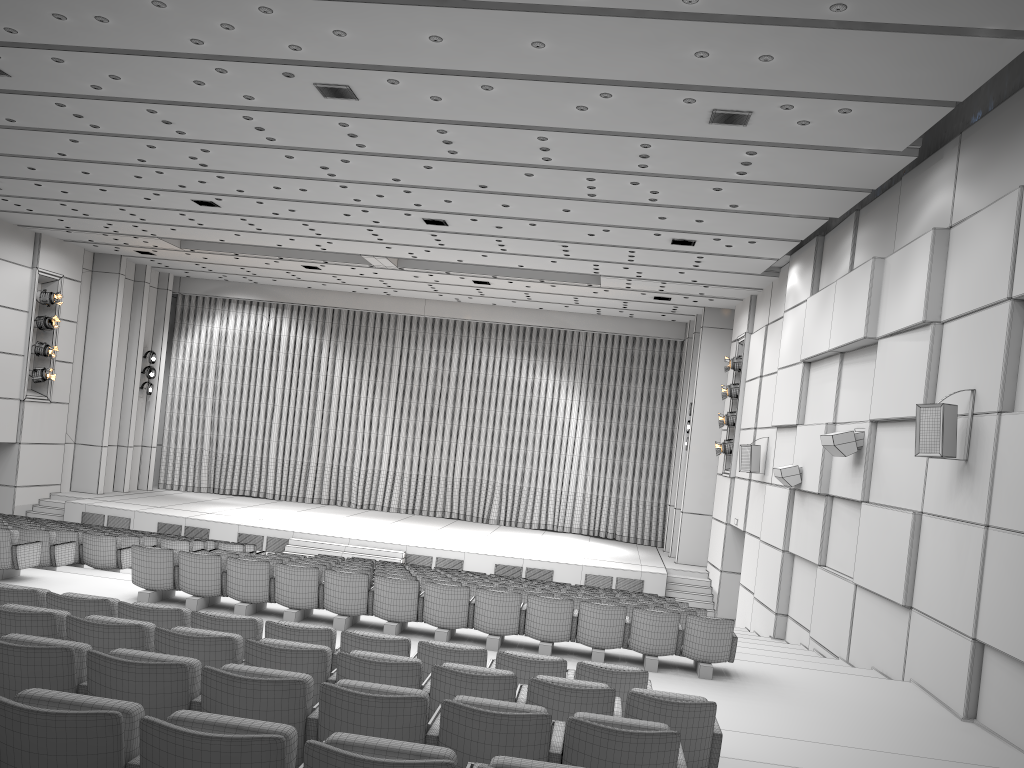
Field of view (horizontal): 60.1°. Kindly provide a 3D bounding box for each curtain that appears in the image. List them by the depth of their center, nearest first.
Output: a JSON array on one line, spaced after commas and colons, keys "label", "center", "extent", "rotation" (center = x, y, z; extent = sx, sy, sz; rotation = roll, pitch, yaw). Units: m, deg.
[{"label": "curtain", "center": [-2.753, 0.880, 27.486], "extent": [16.118, 6.520, 1.431], "rotation": [6, 0, 6]}]

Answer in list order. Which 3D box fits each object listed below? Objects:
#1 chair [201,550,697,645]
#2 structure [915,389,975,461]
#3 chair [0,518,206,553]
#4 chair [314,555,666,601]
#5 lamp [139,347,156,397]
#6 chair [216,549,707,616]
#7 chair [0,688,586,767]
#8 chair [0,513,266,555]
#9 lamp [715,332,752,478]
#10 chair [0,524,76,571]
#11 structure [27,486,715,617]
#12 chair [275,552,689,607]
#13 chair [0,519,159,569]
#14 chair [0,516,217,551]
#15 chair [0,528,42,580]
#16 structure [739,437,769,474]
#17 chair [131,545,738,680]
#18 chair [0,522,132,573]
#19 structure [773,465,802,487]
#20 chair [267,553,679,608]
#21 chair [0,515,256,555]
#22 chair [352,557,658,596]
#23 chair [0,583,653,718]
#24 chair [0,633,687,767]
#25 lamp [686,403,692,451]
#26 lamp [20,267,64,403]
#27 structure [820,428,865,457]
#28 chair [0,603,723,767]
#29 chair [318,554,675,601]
[{"label": "chair", "center": [-0.818, 2.642, 10.691], "extent": [6.045, 0.621, 0.613], "rotation": [6, -1, 6]}, {"label": "structure", "center": [4.417, 0.400, 9.048], "extent": [0.412, 0.744, 0.407], "rotation": [6, 0, -36]}, {"label": "chair", "center": [-8.416, 2.533, 14.824], "extent": [6.595, 0.621, 0.613], "rotation": [6, -1, 6]}, {"label": "chair", "center": [-0.412, 3.551, 15.073], "extent": [6.045, 0.621, 0.613], "rotation": [6, -1, 6]}, {"label": "lamp", "center": [-10.761, -0.336, 26.108], "extent": [0.436, 1.478, 0.386], "rotation": [6, 0, 11]}, {"label": "chair", "center": [-0.733, 2.867, 11.788], "extent": [6.595, 0.621, 0.613], "rotation": [6, -1, 6]}, {"label": "chair", "center": [-5.834, 0.925, 3.564], "extent": [13.739, 0.621, 0.613], "rotation": [6, -1, 6]}, {"label": "chair", "center": [-8.059, 3.221, 18.111], "extent": [6.045, 0.621, 0.613], "rotation": [6, -1, 6]}, {"label": "lamp", "center": [5.210, 0.512, 20.621], "extent": [0.755, 3.340, 1.022], "rotation": [6, 0, 2]}, {"label": "chair", "center": [-8.703, 1.853, 11.536], "extent": [6.045, 0.621, 0.613], "rotation": [6, -1, 6]}, {"label": "structure", "center": [-3.433, 4.327, 24.399], "extent": [17.805, 0.845, 8.334], "rotation": [6, -3, 6]}, {"label": "chair", "center": [-0.531, 3.322, 13.979], "extent": [6.595, 0.621, 0.613], "rotation": [6, -1, 6]}, {"label": "chair", "center": [-8.500, 2.308, 13.727], "extent": [6.045, 0.621, 0.613], "rotation": [6, -1, 6]}, {"label": "chair", "center": [-8.297, 2.762, 15.918], "extent": [6.045, 0.621, 0.613], "rotation": [6, -1, 6]}, {"label": "chair", "center": [-8.821, 1.624, 10.442], "extent": [6.595, 0.621, 0.613], "rotation": [6, -1, 6]}, {"label": "structure", "center": [4.765, 1.392, 17.441], "extent": [0.412, 0.744, 0.407], "rotation": [6, 0, -36]}, {"label": "chair", "center": [-0.936, 2.413, 9.597], "extent": [6.595, 0.621, 0.613], "rotation": [6, -1, 6]}, {"label": "chair", "center": [-8.619, 2.078, 12.633], "extent": [6.595, 0.621, 0.613], "rotation": [6, -1, 6]}, {"label": "structure", "center": [4.619, 1.491, 14.674], "extent": [0.470, 0.417, 0.521], "rotation": [6, -2, 3]}, {"label": "chair", "center": [-0.615, 3.097, 12.882], "extent": [6.045, 0.621, 0.613], "rotation": [6, -1, 6]}, {"label": "chair", "center": [-8.213, 2.988, 17.015], "extent": [6.595, 0.621, 0.613], "rotation": [6, -1, 6]}, {"label": "chair", "center": [-0.174, 4.010, 17.266], "extent": [6.045, 0.621, 0.613], "rotation": [6, -1, 6]}, {"label": "chair", "center": [-5.556, 1.605, 6.853], "extent": [13.190, 0.621, 0.613], "rotation": [6, -1, 6]}, {"label": "chair", "center": [-5.759, 1.150, 4.662], "extent": [13.190, 0.621, 0.613], "rotation": [6, -1, 6]}, {"label": "lamp", "center": [4.793, 1.148, 23.240], "extent": [0.436, 1.478, 0.385], "rotation": [6, 0, 2]}, {"label": "lamp", "center": [-11.924, -1.204, 22.436], "extent": [0.745, 3.340, 1.021], "rotation": [6, 0, 7]}, {"label": "structure", "center": [4.536, 0.791, 12.138], "extent": [0.470, 0.417, 0.520], "rotation": [6, -2, 2]}, {"label": "chair", "center": [-5.631, 1.380, 5.755], "extent": [13.739, 0.621, 0.613], "rotation": [6, -1, 6]}, {"label": "chair", "center": [-0.328, 3.777, 16.170], "extent": [6.595, 0.621, 0.613], "rotation": [6, -1, 6]}]
